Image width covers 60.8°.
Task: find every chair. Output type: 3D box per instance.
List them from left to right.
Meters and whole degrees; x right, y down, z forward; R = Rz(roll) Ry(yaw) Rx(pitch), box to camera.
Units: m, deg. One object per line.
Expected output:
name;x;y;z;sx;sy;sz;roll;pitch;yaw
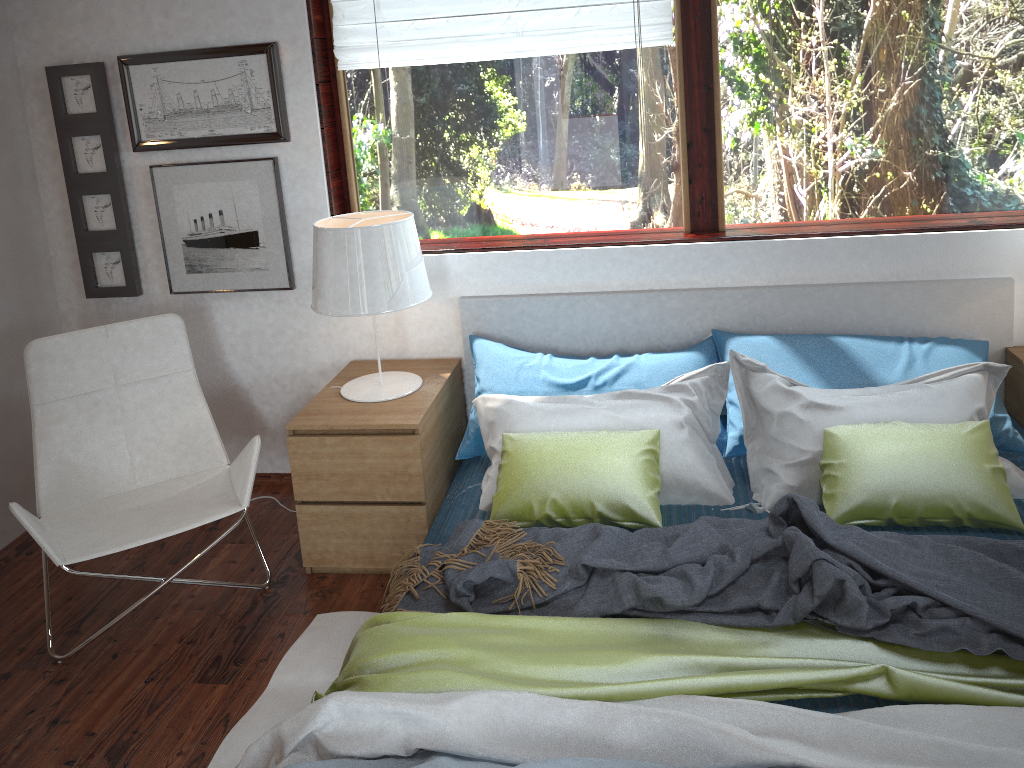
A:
chair;-1.206;0.257;2.796;0.709;0.770;0.819;-13;17;-28

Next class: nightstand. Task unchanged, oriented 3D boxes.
nightstand;-0.427;0.275;3.019;0.427;0.522;0.635;-2;16;10
nightstand;1.826;0.236;2.629;0.427;0.522;0.635;-2;16;10

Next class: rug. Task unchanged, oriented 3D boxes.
rug;0.583;0.979;1.485;2.708;0.047;1.883;-1;20;9

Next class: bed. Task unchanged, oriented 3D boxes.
bed;0.620;0.475;1.898;2.135;0.741;2.692;-1;19;11

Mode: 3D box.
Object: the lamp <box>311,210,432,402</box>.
lamp;-0.469;-0.269;2.941;0.405;0.568;0.422;-3;14;7

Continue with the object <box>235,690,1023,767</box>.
object;0.467;0.792;1.392;2.152;0.363;0.560;-3;17;5

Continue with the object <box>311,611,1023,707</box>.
object;0.563;0.714;1.747;2.102;0.432;0.512;-2;16;6

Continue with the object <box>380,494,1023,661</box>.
object;0.637;0.490;1.922;2.125;0.392;0.656;2;18;19

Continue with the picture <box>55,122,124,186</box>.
picture;-1.604;-0.872;3.313;0.222;0.218;0.042;-2;11;10

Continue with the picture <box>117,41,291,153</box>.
picture;-1.137;-1.049;3.206;0.625;0.351;0.043;-1;11;10

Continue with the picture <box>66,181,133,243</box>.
picture;-1.586;-0.660;3.356;0.222;0.218;0.042;-2;11;10

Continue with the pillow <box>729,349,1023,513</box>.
pillow;1.067;0.116;2.501;0.851;0.378;0.375;-3;15;4

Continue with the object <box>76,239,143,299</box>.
object;-1.568;-0.448;3.398;0.222;0.218;0.042;-2;11;10

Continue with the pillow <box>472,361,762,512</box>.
pillow;0.270;0.163;2.657;0.871;0.346;0.493;-3;17;5

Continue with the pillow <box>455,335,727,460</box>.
pillow;0.271;0.020;2.960;0.911;0.318;0.362;-2;16;8

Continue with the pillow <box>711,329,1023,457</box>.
pillow;1.121;0.011;2.813;0.919;0.307;0.382;-2;16;8

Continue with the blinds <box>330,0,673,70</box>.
blinds;-0.056;-1.400;3.088;1.233;0.479;0.056;-1;11;10

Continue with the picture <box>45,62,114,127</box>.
picture;-1.622;-1.084;3.271;0.222;0.218;0.042;-2;11;10

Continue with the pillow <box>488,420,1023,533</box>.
pillow;0.625;0.242;2.403;1.376;0.212;0.325;-1;17;9

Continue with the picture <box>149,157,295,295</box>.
picture;-1.091;-0.589;3.286;0.504;0.489;0.044;-2;11;10
